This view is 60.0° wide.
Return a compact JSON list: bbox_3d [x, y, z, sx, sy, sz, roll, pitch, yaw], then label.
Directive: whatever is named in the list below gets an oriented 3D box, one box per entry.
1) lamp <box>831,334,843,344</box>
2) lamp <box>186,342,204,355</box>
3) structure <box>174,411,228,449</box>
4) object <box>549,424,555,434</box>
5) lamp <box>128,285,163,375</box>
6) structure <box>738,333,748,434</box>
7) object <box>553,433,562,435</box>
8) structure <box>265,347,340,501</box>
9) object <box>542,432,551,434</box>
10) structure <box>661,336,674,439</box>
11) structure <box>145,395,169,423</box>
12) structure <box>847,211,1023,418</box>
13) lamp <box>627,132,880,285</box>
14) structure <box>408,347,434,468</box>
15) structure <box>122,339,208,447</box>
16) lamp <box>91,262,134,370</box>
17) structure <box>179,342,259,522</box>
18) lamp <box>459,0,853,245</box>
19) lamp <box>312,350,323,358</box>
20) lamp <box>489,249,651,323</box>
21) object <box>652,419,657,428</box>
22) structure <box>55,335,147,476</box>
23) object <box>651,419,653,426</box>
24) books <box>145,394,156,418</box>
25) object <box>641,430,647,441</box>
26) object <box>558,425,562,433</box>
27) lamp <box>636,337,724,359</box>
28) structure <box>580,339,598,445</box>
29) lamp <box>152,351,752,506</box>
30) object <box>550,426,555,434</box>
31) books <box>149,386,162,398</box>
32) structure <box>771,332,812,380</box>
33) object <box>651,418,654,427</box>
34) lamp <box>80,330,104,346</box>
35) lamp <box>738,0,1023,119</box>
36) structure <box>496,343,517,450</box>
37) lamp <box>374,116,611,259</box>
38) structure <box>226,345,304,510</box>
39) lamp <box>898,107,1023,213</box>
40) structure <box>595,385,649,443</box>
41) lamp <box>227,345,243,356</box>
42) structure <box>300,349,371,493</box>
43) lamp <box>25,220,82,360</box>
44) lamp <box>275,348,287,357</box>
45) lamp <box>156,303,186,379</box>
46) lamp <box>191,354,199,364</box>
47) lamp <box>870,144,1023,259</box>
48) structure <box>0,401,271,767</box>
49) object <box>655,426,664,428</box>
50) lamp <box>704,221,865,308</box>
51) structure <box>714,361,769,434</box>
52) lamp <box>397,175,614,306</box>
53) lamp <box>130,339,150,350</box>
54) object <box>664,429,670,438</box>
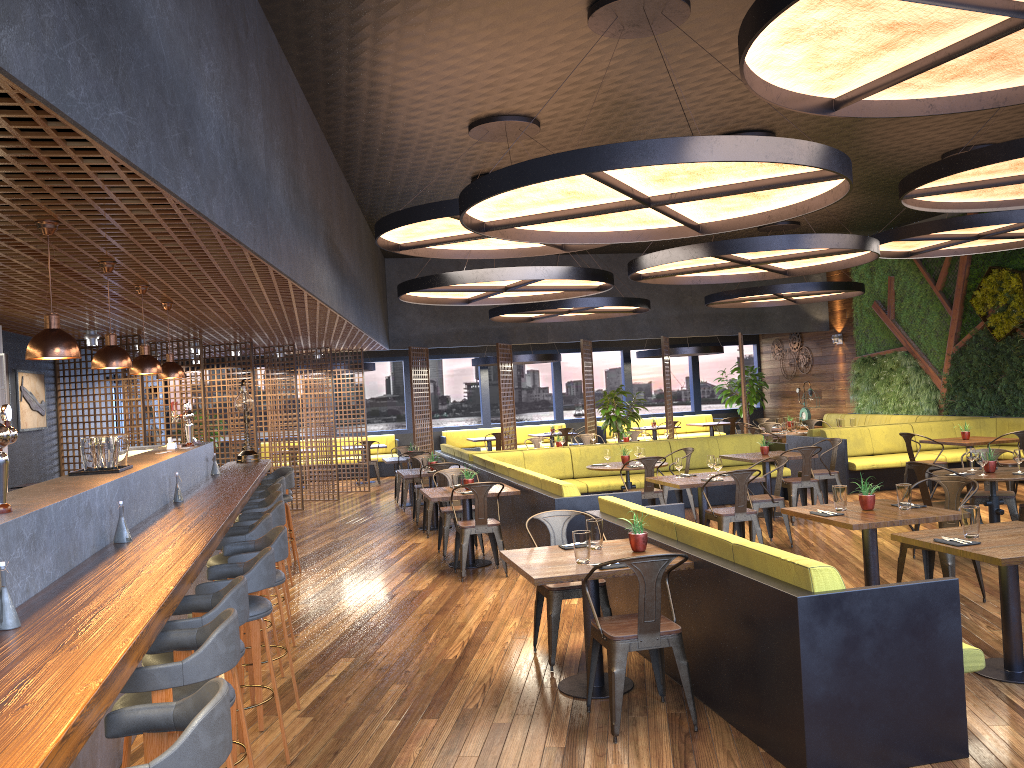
[{"bbox_3d":[7.004,-0.969,19.180,0.189,0.215,0.215,-3,0,-13],"label":"lamp"},{"bbox_3d":[-4.641,-0.520,12.990,0.228,0.172,0.228,-3,0,-13],"label":"lamp"},{"bbox_3d":[-6.726,1.396,19.088,1.166,1.763,0.993,-3,-1,-42],"label":"structure"},{"bbox_3d":[0.899,0.962,19.540,0.238,0.271,0.260,-3,0,9],"label":"object"},{"bbox_3d":[-2.812,-0.412,6.772,0.250,0.673,0.250,-3,-1,20],"label":"lamp"},{"bbox_3d":[4.887,0.285,18.671,0.050,2.700,0.852,-3,-1,17],"label":"structure"},{"bbox_3d":[0.971,1.082,19.213,0.255,0.019,0.157,-3,0,-13],"label":"object"},{"bbox_3d":[-3.748,0.735,15.825,1.319,2.700,0.050,-3,-1,17],"label":"structure"},{"bbox_3d":[0.819,1.095,19.858,0.255,0.019,0.157,-3,0,-13],"label":"object"},{"bbox_3d":[3.230,0.373,18.300,0.050,2.700,0.852,-3,-1,17],"label":"structure"},{"bbox_3d":[-7.104,0.515,17.739,0.293,0.563,1.220,-3,0,-13],"label":"structure"},{"bbox_3d":[8.112,-0.877,14.297,0.918,4.593,9.182,-3,0,-13],"label":"structure"},{"bbox_3d":[2.696,-2.061,10.215,2.778,1.475,2.778,-3,-1,37],"label":"lamp"},{"bbox_3d":[-1.740,0.636,17.188,0.050,2.700,0.852,-3,-1,17],"label":"structure"},{"bbox_3d":[-4.827,0.765,12.379,1.319,2.700,0.050,-3,-1,17],"label":"structure"},{"bbox_3d":[-2.561,-0.435,5.646,0.250,0.673,0.250,-3,-1,20],"label":"lamp"},{"bbox_3d":[-4.467,0.755,13.528,1.319,2.700,0.050,-3,-1,17],"label":"structure"},{"bbox_3d":[0.967,-1.997,6.490,2.778,1.475,2.778,-4,-1,42],"label":"lamp"},{"bbox_3d":[-3.583,-0.549,16.434,0.228,0.172,0.228,-3,0,-13],"label":"lamp"},{"bbox_3d":[0.952,-1.923,15.321,2.778,1.475,2.778,-3,0,-12],"label":"lamp"},{"bbox_3d":[3.201,0.885,19.874,0.102,0.178,0.102,-3,-1,-27],"label":"object"},{"bbox_3d":[-5.187,0.775,11.231,1.319,2.700,0.050,-3,-1,17],"label":"structure"},{"bbox_3d":[3.219,0.887,20.233,0.102,0.178,0.102,-3,-1,-27],"label":"object"},{"bbox_3d":[-7.051,0.434,17.302,0.223,0.489,0.286,-3,-1,-21],"label":"books"},{"bbox_3d":[2.254,0.886,15.124,0.097,0.206,0.097,-3,-1,33],"label":"object"},{"bbox_3d":[1.060,0.999,19.495,0.102,0.178,0.102,-3,-1,-27],"label":"object"},{"bbox_3d":[3.795,-1.733,20.380,1.979,2.172,1.979,-3,-1,-28],"label":"lamp"},{"bbox_3d":[1.573,0.461,17.930,0.050,2.700,0.852,-3,-1,17],"label":"structure"},{"bbox_3d":[-1.066,0.564,13.799,9.057,2.714,3.017,-3,0,-13],"label":"lamp"},{"bbox_3d":[0.882,1.008,19.357,0.102,0.178,0.102,-3,-1,-27],"label":"object"},{"bbox_3d":[-7.220,0.161,17.959,0.177,0.245,0.450,-3,0,-13],"label":"books"},{"bbox_3d":[6.634,-0.693,21.159,0.058,1.178,1.791,-3,0,-13],"label":"structure"},{"bbox_3d":[3.197,0.840,20.050,0.238,0.271,0.260,-3,0,9],"label":"object"},{"bbox_3d":[-4.850,-0.532,10.235,0.228,0.172,0.228,-3,0,-13],"label":"lamp"},{"bbox_3d":[2.484,-2.277,4.228,2.778,1.159,2.778,-3,-1,23],"label":"lamp"},{"bbox_3d":[-0.083,0.548,17.559,0.050,2.700,0.852,-3,-1,17],"label":"structure"},{"bbox_3d":[-0.049,-2.096,9.216,2.778,1.159,2.778,-4,-1,38],"label":"lamp"},{"bbox_3d":[-4.107,0.745,14.677,1.319,2.700,0.050,-3,-1,17],"label":"structure"},{"bbox_3d":[4.908,-2.379,7.848,2.778,1.159,2.778,-3,-1,-35],"label":"lamp"},{"bbox_3d":[2.087,0.898,17.368,1.166,1.763,0.993,-3,-1,-42],"label":"structure"},{"bbox_3d":[-4.404,-0.524,14.116,0.228,0.172,0.228,-3,0,-13],"label":"lamp"},{"bbox_3d":[-3.388,0.725,16.974,1.319,2.700,0.050,-3,-1,17],"label":"structure"},{"bbox_3d":[-2.279,-0.461,4.380,0.250,0.673,0.250,-3,-1,20],"label":"lamp"},{"bbox_3d":[-3.981,-0.537,15.264,0.228,0.172,0.228,-3,0,-13],"label":"lamp"},{"bbox_3d":[-3.075,-0.388,7.952,0.250,0.673,0.250,-3,-1,20],"label":"lamp"},{"bbox_3d":[-5.621,-0.443,15.772,0.228,0.172,0.228,-3,0,-13],"label":"lamp"},{"bbox_3d":[5.978,-2.408,11.422,2.778,1.159,2.778,-3,-1,-23],"label":"lamp"},{"bbox_3d":[-3.195,0.620,5.802,2.700,2.700,9.298,-3,0,-13],"label":"structure"},{"bbox_3d":[3.290,0.959,19.730,0.255,0.019,0.157,-3,0,-13],"label":"object"},{"bbox_3d":[4.887,-2.208,16.122,2.778,1.362,2.778,-4,-1,42],"label":"lamp"},{"bbox_3d":[5.740,0.523,21.799,1.493,2.184,1.272,-3,0,-13],"label":"structure"},{"bbox_3d":[-0.116,-1.896,11.453,2.778,1.475,2.778,-3,0,-9],"label":"lamp"},{"bbox_3d":[-4.954,-0.513,11.845,0.228,0.172,0.228,-3,0,-13],"label":"lamp"},{"bbox_3d":[2.593,0.865,14.853,0.097,0.206,0.097,-3,-1,33],"label":"object"}]
